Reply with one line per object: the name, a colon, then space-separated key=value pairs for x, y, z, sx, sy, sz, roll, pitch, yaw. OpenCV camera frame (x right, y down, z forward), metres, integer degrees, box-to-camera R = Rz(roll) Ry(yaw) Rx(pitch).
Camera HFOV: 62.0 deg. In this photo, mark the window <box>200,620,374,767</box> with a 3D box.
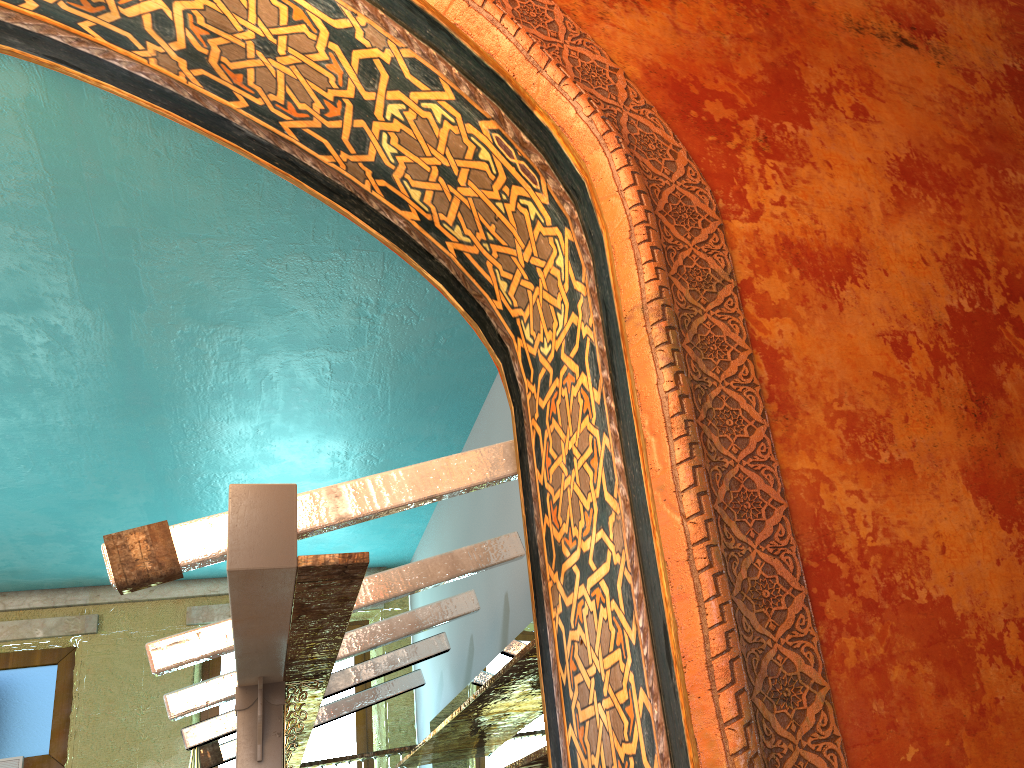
window: x=-2.119 y=4.000 z=8.116 sx=1.680 sy=3.293 sz=0.083 roll=3 pitch=-25 yaw=-25
